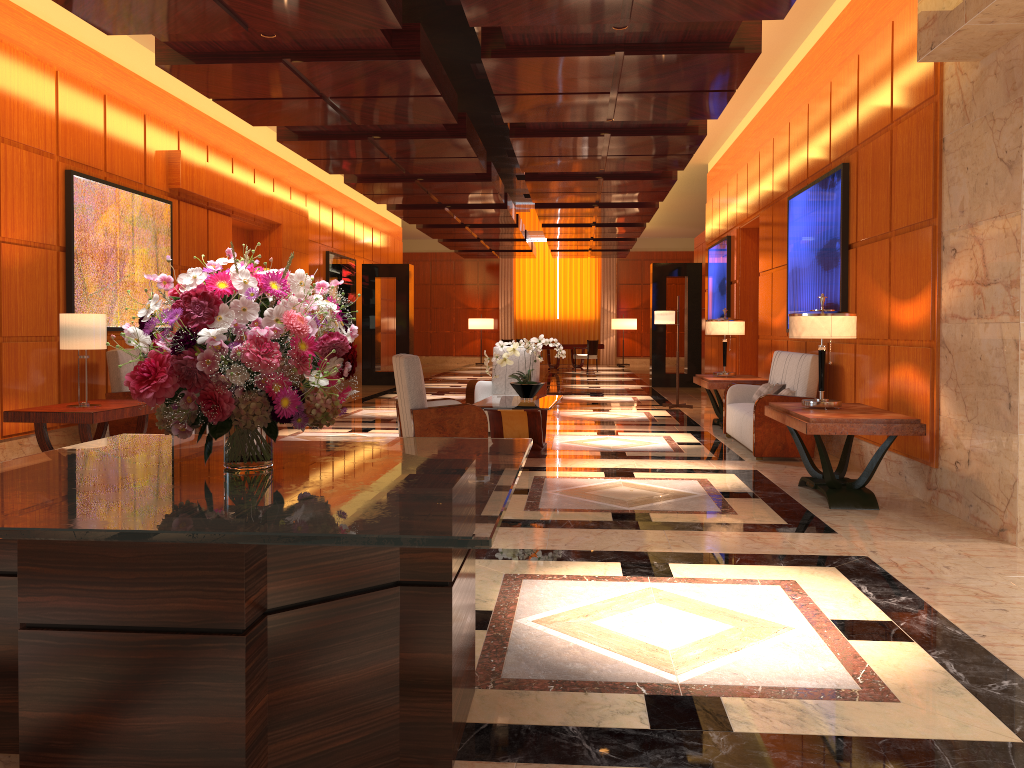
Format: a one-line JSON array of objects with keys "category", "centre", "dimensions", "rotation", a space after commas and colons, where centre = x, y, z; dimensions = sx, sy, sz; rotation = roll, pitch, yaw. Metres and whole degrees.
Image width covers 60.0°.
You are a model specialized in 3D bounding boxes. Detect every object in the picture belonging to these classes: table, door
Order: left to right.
[{"category": "table", "centre": [-3.378, 0.439, 7.170], "dimensions": [0.725, 0.533, 1.169], "rotation": [0, 3, 7]}, {"category": "door", "centre": [-3.893, -0.956, 12.665], "dimensions": [0.340, 2.649, 1.501], "rotation": [0, 2, 4]}, {"category": "table", "centre": [-0.779, 0.619, 2.607], "dimensions": [1.600, 0.744, 1.603], "rotation": [0, 3, 4]}, {"category": "table", "centre": [0.062, 0.402, 8.288], "dimensions": [0.722, 0.495, 1.562], "rotation": [0, 3, 7]}, {"category": "table", "centre": [1.509, -0.755, 24.920], "dimensions": [2.107, 0.741, 0.784], "rotation": [-1, 3, -25]}, {"category": "table", "centre": [2.559, 0.224, 10.339], "dimensions": [0.725, 0.606, 1.272], "rotation": [0, 3, 5]}, {"category": "door", "centre": [3.432, -0.907, 12.138], "dimensions": [0.340, 2.649, 1.539], "rotation": [0, 2, 4]}, {"category": "table", "centre": [2.245, 0.482, 6.130], "dimensions": [0.725, 0.606, 1.272], "rotation": [0, 3, 5]}]

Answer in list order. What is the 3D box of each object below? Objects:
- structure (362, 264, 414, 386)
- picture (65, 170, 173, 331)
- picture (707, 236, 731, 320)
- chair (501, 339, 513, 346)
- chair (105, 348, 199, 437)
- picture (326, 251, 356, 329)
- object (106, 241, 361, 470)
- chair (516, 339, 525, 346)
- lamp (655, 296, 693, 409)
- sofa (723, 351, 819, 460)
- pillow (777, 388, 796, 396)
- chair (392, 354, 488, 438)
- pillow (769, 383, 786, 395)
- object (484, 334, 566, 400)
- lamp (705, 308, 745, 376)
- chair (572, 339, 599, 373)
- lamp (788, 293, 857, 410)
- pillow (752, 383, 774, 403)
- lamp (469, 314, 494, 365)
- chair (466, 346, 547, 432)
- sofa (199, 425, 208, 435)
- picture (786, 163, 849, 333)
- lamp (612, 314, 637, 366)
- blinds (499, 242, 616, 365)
[{"category": "structure", "centre": [-2.577, -1.231, 18.437], "dimensions": [0.985, 2.496, 0.500], "rotation": [0, 1, 4]}, {"category": "picture", "centre": [-3.914, -1.261, 8.969], "dimensions": [0.056, 1.450, 1.999], "rotation": [0, 3, 4]}, {"category": "picture", "centre": [3.353, -1.578, 14.400], "dimensions": [0.056, 1.450, 1.999], "rotation": [0, 3, 4]}, {"category": "chair", "centre": [0.010, -0.817, 24.866], "dimensions": [0.577, 0.893, 0.585], "rotation": [2, 3, 42]}, {"category": "chair", "centre": [-3.392, 0.146, 8.355], "dimensions": [0.628, 0.960, 0.739], "rotation": [0, 2, 3]}, {"category": "picture", "centre": [-3.299, -1.766, 17.206], "dimensions": [0.056, 1.450, 1.999], "rotation": [0, 3, 4]}, {"category": "object", "centre": [-0.778, -0.084, 2.611], "dimensions": [0.650, 0.658, 0.681], "rotation": [0, 2, -5]}, {"category": "chair", "centre": [0.421, -0.889, 26.056], "dimensions": [0.576, 0.893, 0.585], "rotation": [1, 2, 32]}, {"category": "lamp", "centre": [2.378, -0.475, 13.135], "dimensions": [0.526, 1.659, 0.360], "rotation": [0, 1, -6]}, {"category": "sofa", "centre": [2.498, 0.156, 8.627], "dimensions": [0.612, 0.931, 1.801], "rotation": [0, 3, 5]}, {"category": "pillow", "centre": [2.501, 0.158, 8.197], "dimensions": [0.202, 0.229, 0.274], "rotation": [0, 3, 7]}, {"category": "chair", "centre": [-0.571, 0.246, 6.837], "dimensions": [0.628, 0.960, 0.738], "rotation": [0, 2, -17]}, {"category": "pillow", "centre": [2.569, 0.117, 8.640], "dimensions": [0.160, 0.252, 0.358], "rotation": [0, 3, 1]}, {"category": "object", "centre": [0.129, -0.161, 8.390], "dimensions": [0.788, 0.617, 0.418], "rotation": [-1, 2, -18]}, {"category": "lamp", "centre": [2.497, -0.495, 10.396], "dimensions": [0.459, 0.793, 0.459], "rotation": [-1, 2, -34]}, {"category": "chair", "centre": [2.047, -0.762, 24.054], "dimensions": [0.585, 0.893, 0.577], "rotation": [-2, 3, -43]}, {"category": "lamp", "centre": [2.187, -0.234, 6.255], "dimensions": [0.458, 0.809, 0.459], "rotation": [1, 2, 13]}, {"category": "pillow", "centre": [2.573, 0.099, 9.076], "dimensions": [0.195, 0.227, 0.344], "rotation": [0, 3, 9]}, {"category": "lamp", "centre": [-1.011, -1.454, 28.950], "dimensions": [0.811, 1.659, 0.811], "rotation": [2, 2, 44]}, {"category": "chair", "centre": [-0.052, 0.066, 9.788], "dimensions": [0.738, 0.960, 0.629], "rotation": [1, 2, 23]}, {"category": "sofa", "centre": [-3.385, 0.060, 9.976], "dimensions": [0.612, 0.931, 1.801], "rotation": [0, 3, 5]}, {"category": "picture", "centre": [2.917, -1.220, 8.557], "dimensions": [0.056, 1.450, 1.999], "rotation": [0, 3, 4]}, {"category": "lamp", "centre": [3.621, -1.422, 28.605], "dimensions": [0.811, 1.659, 0.811], "rotation": [2, 2, 44]}, {"category": "blinds", "centre": [1.499, -2.682, 29.371], "dimensions": [3.853, 4.061, 0.149], "rotation": [0, 1, 4]}]
